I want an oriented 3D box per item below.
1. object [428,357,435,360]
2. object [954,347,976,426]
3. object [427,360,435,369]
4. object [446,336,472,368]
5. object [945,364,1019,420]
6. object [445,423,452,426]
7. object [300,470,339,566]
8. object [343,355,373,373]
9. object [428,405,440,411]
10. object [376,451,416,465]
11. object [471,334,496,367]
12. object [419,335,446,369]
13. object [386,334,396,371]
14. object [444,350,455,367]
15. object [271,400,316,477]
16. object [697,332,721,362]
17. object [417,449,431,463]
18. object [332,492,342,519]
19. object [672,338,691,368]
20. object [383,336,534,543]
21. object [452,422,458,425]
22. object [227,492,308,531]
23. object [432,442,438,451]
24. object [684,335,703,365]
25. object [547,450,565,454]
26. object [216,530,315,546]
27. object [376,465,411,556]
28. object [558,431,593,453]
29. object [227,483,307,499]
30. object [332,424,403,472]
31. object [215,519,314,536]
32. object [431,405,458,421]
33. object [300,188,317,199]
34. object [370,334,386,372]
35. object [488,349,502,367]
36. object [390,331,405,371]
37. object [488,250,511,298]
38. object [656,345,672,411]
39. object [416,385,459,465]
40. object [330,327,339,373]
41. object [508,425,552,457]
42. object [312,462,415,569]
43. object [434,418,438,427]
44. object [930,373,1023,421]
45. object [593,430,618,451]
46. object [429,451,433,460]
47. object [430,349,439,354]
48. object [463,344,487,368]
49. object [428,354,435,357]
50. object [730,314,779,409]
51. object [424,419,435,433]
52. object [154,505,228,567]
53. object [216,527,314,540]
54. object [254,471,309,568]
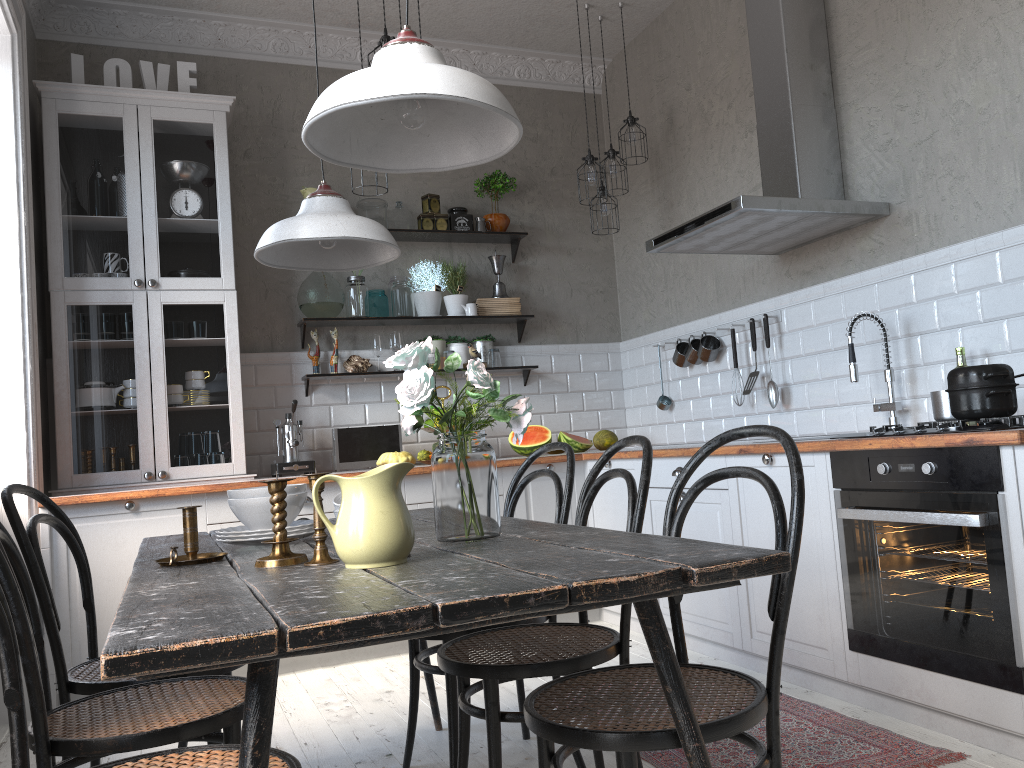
[{"bbox_3d":[-0.440,-0.121,4.916,0.078,0.051,0.076,-2,-5,-30],"label":"object"},{"bbox_3d":[1.589,0.012,3.084,0.091,0.282,0.080,-3,-4,-22],"label":"object"},{"bbox_3d":[-0.438,-0.104,4.915,0.078,0.051,0.076,-2,-5,-30],"label":"object"},{"bbox_3d":[-0.313,-0.179,5.120,0.172,0.214,0.148,-5,-4,7],"label":"object"},{"bbox_3d":[1.319,0.023,2.486,0.194,0.147,0.189,-1,-6,-43],"label":"object"},{"bbox_3d":[-0.352,0.223,4.749,0.064,0.061,0.065,-3,-4,-23],"label":"object"},{"bbox_3d":[-0.347,0.236,1.593,0.062,0.172,0.062,-4,-4,-1],"label":"object"},{"bbox_3d":[-0.848,-0.108,4.810,0.180,0.111,0.094,0,-6,-45],"label":"object"},{"bbox_3d":[-0.413,0.142,4.767,0.050,0.058,0.074,-8,-6,44],"label":"object"},{"bbox_3d":[-0.591,0.385,4.511,0.200,0.083,0.186,-3,-4,-22],"label":"object"},{"bbox_3d":[-0.162,-0.184,5.194,0.161,0.213,0.150,-3,-4,-25],"label":"object"},{"bbox_3d":[-0.456,-0.177,5.050,0.160,0.216,0.152,-1,-5,-43],"label":"object"},{"bbox_3d":[-0.658,-0.168,4.936,0.083,0.217,0.080,-1,-5,-36],"label":"object"},{"bbox_3d":[-0.352,-0.133,5.013,0.079,0.108,0.076,-2,-5,-29],"label":"object"},{"bbox_3d":[-1.096,0.275,4.432,0.209,0.370,0.348,-3,-4,-22],"label":"object"},{"bbox_3d":[1.012,-0.193,4.554,0.109,0.161,0.136,-4,-4,-5],"label":"object"},{"bbox_3d":[-0.465,0.387,4.764,0.076,0.072,0.152,-5,-4,7],"label":"object"},{"bbox_3d":[-0.380,0.309,2.197,0.125,0.119,0.127,-4,-4,-7],"label":"object"},{"bbox_3d":[0.929,-0.169,4.791,0.109,0.161,0.136,-4,-4,-10],"label":"object"},{"bbox_3d":[-0.100,0.110,1.803,0.317,0.414,0.247,-3,-4,-24],"label":"object"},{"bbox_3d":[-0.313,0.226,4.802,0.098,0.062,0.077,-8,-5,40],"label":"object"},{"bbox_3d":[-0.568,0.308,2.071,0.183,0.094,0.176,-2,-5,-31],"label":"object"},{"bbox_3d":[-0.393,0.353,4.855,0.078,0.076,0.154,-5,-4,4],"label":"object"},{"bbox_3d":[0.975,-0.182,4.674,0.110,0.161,0.135,-3,-4,-20],"label":"object"},{"bbox_3d":[0.246,0.372,5.101,0.201,0.067,0.102,-3,-4,-17],"label":"object"},{"bbox_3d":[-0.564,0.361,2.068,0.238,0.027,0.236,-4,-4,-5],"label":"object"},{"bbox_3d":[-0.220,0.230,1.610,0.060,0.167,0.059,-4,-4,-9],"label":"object"},{"bbox_3d":[0.360,0.316,4.864,0.229,0.127,0.145,-1,-5,-40],"label":"object"},{"bbox_3d":[-0.570,0.288,2.072,0.183,0.094,0.176,-2,-5,-31],"label":"object"},{"bbox_3d":[-0.759,0.337,4.662,0.357,0.226,0.087,-3,-4,-23],"label":"object"},{"bbox_3d":[-0.565,0.343,2.069,0.237,0.027,0.237,-5,-4,0],"label":"object"},{"bbox_3d":[-0.348,0.160,4.788,0.213,0.101,0.066,-3,-4,-17],"label":"object"},{"bbox_3d":[-1.041,-0.934,4.784,0.192,0.216,0.172,-4,-4,-9],"label":"object"},{"bbox_3d":[-0.740,-0.164,4.905,0.083,0.217,0.080,-1,-5,-36],"label":"object"},{"bbox_3d":[-0.101,-0.146,5.094,0.079,0.108,0.076,-2,-5,-29],"label":"object"},{"bbox_3d":[-0.623,-0.177,4.855,0.083,0.217,0.080,-1,-5,-36],"label":"object"},{"bbox_3d":[-0.080,-0.635,5.222,0.133,0.287,0.128,-1,-5,-37],"label":"object"},{"bbox_3d":[0.850,-0.038,5.023,0.078,0.378,0.081,-3,-4,-22],"label":"object"},{"bbox_3d":[-0.366,0.219,4.802,0.359,0.425,0.344,-1,-5,-37],"label":"object"},{"bbox_3d":[-0.959,-0.175,4.796,0.052,0.264,0.062,-5,-4,14],"label":"object"},{"bbox_3d":[0.100,0.309,4.808,0.236,0.174,0.217,-4,-4,-1],"label":"object"},{"bbox_3d":[-0.241,0.223,1.512,0.133,0.170,0.152,-7,-5,29],"label":"object"},{"bbox_3d":[-0.387,0.201,4.720,0.059,0.069,0.078,-4,-4,-3],"label":"object"},{"bbox_3d":[1.489,0.041,2.802,0.301,0.134,0.176,-5,-4,11],"label":"object"},{"bbox_3d":[0.535,0.321,5.072,0.130,0.119,0.207,-7,-5,30],"label":"object"},{"bbox_3d":[-0.415,0.385,4.747,0.085,0.057,0.089,-5,-4,9],"label":"object"},{"bbox_3d":[-0.443,-0.164,4.919,0.079,0.051,0.075,-1,-5,-37],"label":"object"},{"bbox_3d":[-0.210,-0.156,5.067,0.099,0.146,0.121,-7,-5,35],"label":"object"},{"bbox_3d":[-0.441,-0.138,4.917,0.077,0.051,0.077,-4,-4,-4],"label":"object"},{"bbox_3d":[1.132,-0.094,4.198,0.082,0.443,0.324,-3,-4,-21],"label":"object"},{"bbox_3d":[-0.427,0.225,4.782,0.098,0.078,0.099,-2,-5,-35],"label":"object"},{"bbox_3d":[-0.650,0.305,1.793,0.142,0.112,0.136,-1,-5,-40],"label":"object"},{"bbox_3d":[-0.565,0.352,2.068,0.233,0.027,0.242,-7,-5,35],"label":"object"},{"bbox_3d":[-0.430,0.246,1.635,0.098,0.172,0.094,-1,-5,-41],"label":"object"}]
